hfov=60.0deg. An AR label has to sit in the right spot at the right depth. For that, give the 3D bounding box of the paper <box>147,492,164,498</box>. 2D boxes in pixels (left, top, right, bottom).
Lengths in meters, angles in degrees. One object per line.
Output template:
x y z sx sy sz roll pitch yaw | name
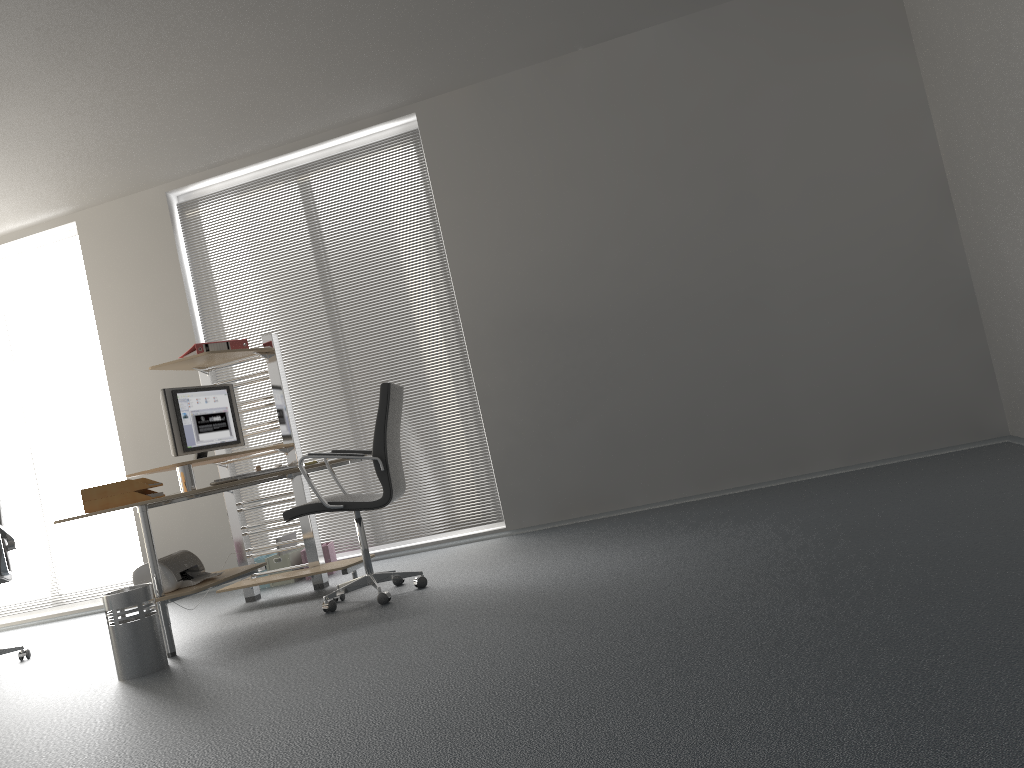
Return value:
-1.860 0.566 4.271 0.297 0.019 0.210 -12 -3 -7 | paper

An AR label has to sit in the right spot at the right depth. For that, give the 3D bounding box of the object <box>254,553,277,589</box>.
-1.696 1.291 6.087 0.185 0.202 0.245 -13 -3 14 | object

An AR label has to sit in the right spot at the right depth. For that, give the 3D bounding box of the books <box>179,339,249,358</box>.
-1.760 -0.191 5.226 0.320 0.072 0.262 -10 -4 -44 | books

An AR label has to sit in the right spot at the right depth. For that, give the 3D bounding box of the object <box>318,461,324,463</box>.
-1.174 0.475 5.288 0.158 0.011 0.011 -13 -3 11 | object

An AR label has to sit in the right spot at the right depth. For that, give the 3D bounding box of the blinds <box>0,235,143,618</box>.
-3.918 0.405 6.960 1.950 2.749 0.037 -13 -3 14 | blinds

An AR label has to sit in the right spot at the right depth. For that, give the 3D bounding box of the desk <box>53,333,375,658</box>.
-1.511 0.477 4.703 0.967 1.566 1.469 -13 -3 14 | desk

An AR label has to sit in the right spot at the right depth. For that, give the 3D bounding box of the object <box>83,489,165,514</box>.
-1.863 0.554 4.272 0.309 0.060 0.225 -12 -3 -7 | object

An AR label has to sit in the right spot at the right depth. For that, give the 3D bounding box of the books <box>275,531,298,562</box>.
-1.522 1.178 6.042 0.068 0.306 0.220 -13 -3 14 | books

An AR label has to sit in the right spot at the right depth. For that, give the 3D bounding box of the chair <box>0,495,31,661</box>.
-3.096 1.102 4.930 0.584 1.048 0.652 -11 -3 -20 | chair

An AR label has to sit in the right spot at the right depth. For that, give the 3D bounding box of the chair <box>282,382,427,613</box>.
-0.799 0.578 4.552 0.652 1.048 0.584 -12 -3 0 | chair

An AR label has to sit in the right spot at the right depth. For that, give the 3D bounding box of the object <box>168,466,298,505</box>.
-1.597 0.562 4.779 0.814 0.082 0.478 -13 -3 22 | object

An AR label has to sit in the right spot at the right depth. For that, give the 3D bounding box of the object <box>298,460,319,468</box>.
-1.194 0.467 5.207 0.132 0.026 0.132 -13 -3 14 | object

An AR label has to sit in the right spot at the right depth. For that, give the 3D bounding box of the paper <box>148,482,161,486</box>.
-1.871 0.516 4.274 0.297 0.010 0.210 -12 -3 -7 | paper

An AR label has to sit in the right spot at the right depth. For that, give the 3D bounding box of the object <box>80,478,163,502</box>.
-1.875 0.499 4.275 0.309 0.060 0.225 -12 -3 -7 | object

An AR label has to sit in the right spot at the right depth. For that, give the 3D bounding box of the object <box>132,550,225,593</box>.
-1.632 0.919 4.422 0.351 0.162 0.438 -12 -3 -2 | object

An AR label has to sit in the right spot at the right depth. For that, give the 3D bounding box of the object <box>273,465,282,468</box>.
-1.385 0.503 5.238 0.022 0.042 0.134 -11 -3 -34 | object

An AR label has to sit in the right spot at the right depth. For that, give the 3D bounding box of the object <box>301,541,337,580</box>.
-1.301 1.200 6.014 0.185 0.202 0.245 -12 -3 -4 | object

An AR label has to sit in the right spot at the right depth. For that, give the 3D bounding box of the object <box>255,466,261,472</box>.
-1.477 0.510 5.185 0.054 0.064 0.159 -12 -3 -19 | object

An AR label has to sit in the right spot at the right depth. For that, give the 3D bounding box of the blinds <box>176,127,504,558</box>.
-1.270 -0.211 6.285 1.950 2.770 0.022 -13 -3 14 | blinds

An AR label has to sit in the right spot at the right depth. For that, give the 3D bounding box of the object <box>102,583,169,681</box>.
-1.650 1.086 3.887 0.208 0.377 0.208 -11 -3 -32 | object

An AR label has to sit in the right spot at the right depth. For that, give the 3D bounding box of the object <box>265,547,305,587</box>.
-1.521 1.250 6.042 0.185 0.202 0.245 -13 -3 14 | object

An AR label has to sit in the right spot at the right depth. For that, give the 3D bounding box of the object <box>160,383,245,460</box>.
-1.785 0.229 5.065 0.245 0.418 0.516 -14 -3 36 | object
